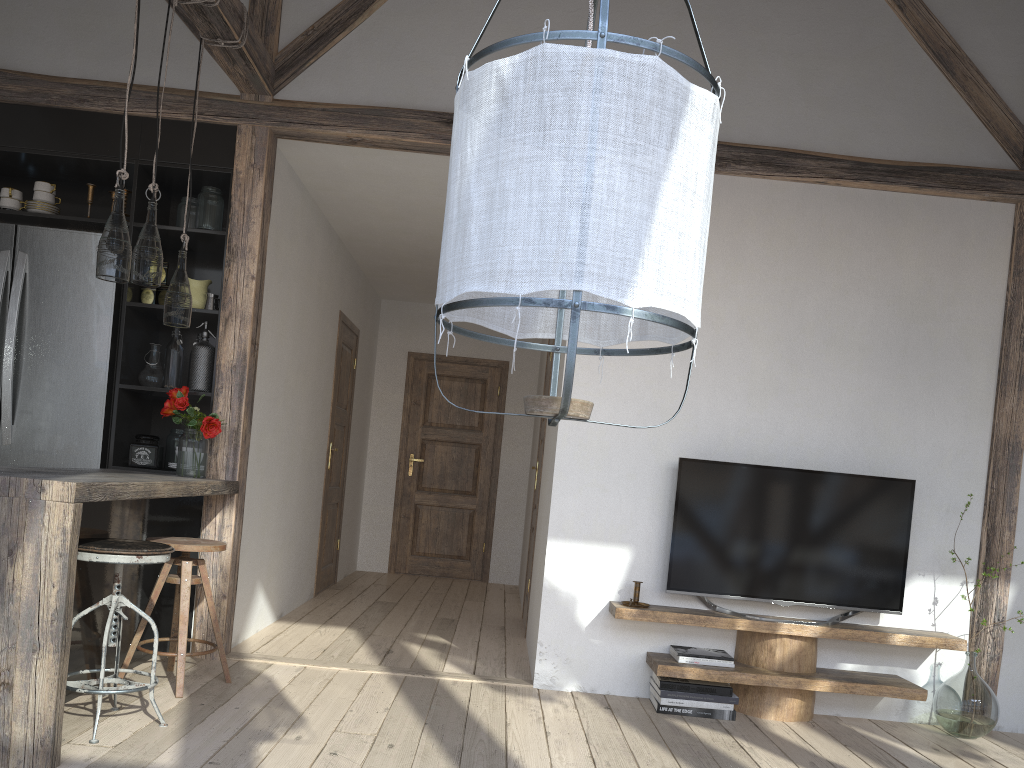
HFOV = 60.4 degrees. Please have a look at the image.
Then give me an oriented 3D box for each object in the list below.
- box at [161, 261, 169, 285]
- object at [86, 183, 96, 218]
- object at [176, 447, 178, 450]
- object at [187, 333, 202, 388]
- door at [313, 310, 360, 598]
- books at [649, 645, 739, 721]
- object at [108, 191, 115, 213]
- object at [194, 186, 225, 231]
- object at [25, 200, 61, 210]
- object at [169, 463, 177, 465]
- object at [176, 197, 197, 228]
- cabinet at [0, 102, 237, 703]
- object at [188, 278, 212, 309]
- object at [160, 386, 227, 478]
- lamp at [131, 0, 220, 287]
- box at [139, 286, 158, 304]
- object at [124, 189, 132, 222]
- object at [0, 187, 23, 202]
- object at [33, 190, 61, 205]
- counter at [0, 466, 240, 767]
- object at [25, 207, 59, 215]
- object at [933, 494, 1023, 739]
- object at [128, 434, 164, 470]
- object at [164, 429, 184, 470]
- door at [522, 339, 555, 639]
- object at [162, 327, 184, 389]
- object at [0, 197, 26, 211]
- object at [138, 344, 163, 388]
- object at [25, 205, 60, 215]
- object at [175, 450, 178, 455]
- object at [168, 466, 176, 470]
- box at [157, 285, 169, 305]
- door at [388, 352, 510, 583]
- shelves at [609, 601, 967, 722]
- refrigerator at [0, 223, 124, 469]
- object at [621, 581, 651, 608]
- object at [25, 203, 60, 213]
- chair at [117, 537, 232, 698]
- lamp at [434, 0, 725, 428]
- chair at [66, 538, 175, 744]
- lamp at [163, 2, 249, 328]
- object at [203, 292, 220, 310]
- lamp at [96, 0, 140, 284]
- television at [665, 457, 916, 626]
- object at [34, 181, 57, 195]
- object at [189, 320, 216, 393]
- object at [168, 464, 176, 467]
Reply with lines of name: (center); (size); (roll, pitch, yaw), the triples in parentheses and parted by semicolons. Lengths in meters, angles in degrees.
box: (-1.705, -0.532, 4.250); (0.083, 0.113, 0.082); (6, -2, -20)
object: (-1.996, -0.857, 4.161); (0.059, 0.167, 0.059); (5, 0, -15)
object: (-1.562, 0.356, 4.302); (0.162, 0.084, 0.163); (4, -5, 13)
object: (-1.550, -0.100, 4.348); (0.086, 0.302, 0.085); (5, 1, -44)
door: (-1.329, 0.547, 6.708); (0.082, 2.068, 0.841); (5, 0, 0)
books: (0.836, 1.367, 4.048); (0.360, 0.264, 0.292); (5, -3, 0)
object: (-1.918, -0.845, 4.233); (0.061, 0.172, 0.062); (6, 0, 29)
object: (-1.434, -0.821, 4.179); (0.125, 0.206, 0.125); (5, -1, 4)
object: (-2.231, -0.840, 4.184); (0.148, 0.026, 0.150); (0, -8, 41)
object: (-1.567, 0.407, 4.304); (0.216, 0.024, 0.214); (10, -8, -37)
object: (-1.560, -0.807, 4.267); (0.125, 0.172, 0.127); (4, -2, 39)
cabinet: (-2.411, -0.237, 2.433); (2.093, 2.499, 4.235); (5, -4, 0)
object: (-1.542, -0.430, 4.273); (0.150, 0.170, 0.136); (6, -2, -14)
object: (-1.456, 0.220, 4.024); (0.310, 0.414, 0.253); (4, -1, 33)
lamp: (-1.253, -0.985, 3.281); (0.239, 1.237, 0.108); (6, 1, 11)
box: (-1.750, -0.423, 4.264); (0.083, 0.113, 0.083); (5, -1, 0)
object: (-1.838, -0.844, 4.164); (0.096, 0.172, 0.095); (6, -1, -27)
object: (-2.375, -0.887, 4.183); (0.105, 0.067, 0.095); (3, -4, 28)
object: (-2.223, -0.871, 4.188); (0.094, 0.067, 0.106); (5, -4, 10)
counter: (-2.418, 0.572, 2.245); (2.241, 0.849, 3.832); (5, -6, 0)
object: (-2.234, -0.805, 4.185); (0.148, 0.022, 0.150); (2, -7, 26)
object: (2.244, 1.077, 4.070); (0.517, 1.119, 0.274); (6, 1, -14)
object: (-1.769, 0.327, 4.259); (0.134, 0.164, 0.134); (6, -2, -10)
object: (-1.682, 0.334, 4.440); (0.125, 0.206, 0.124); (6, -1, -14)
door: (0.179, 0.601, 5.870); (0.082, 2.068, 0.841); (5, 0, 0)
object: (-1.625, -0.120, 4.232); (0.086, 0.302, 0.085); (5, 0, -9)
object: (-2.380, -0.841, 4.191); (0.107, 0.067, 0.094); (9, -5, -38)
object: (-1.756, -0.083, 4.312); (0.132, 0.220, 0.133); (5, -1, 11)
object: (-2.233, -0.817, 4.185); (0.148, 0.026, 0.150); (0, -8, 41)
object: (-1.564, 0.374, 4.303); (0.162, 0.084, 0.163); (4, -5, 13)
object: (-1.568, 0.422, 4.304); (0.216, 0.024, 0.214); (11, -8, -42)
box: (-1.663, -0.415, 4.261); (0.082, 0.113, 0.083); (5, -2, 10)
door: (-0.589, 0.775, 8.156); (0.941, 2.069, 0.082); (5, 1, -1)
shelves: (1.242, 1.316, 4.050); (1.602, 0.451, 0.331); (6, -2, -1)
refrigerator: (-2.391, 0.255, 4.463); (0.943, 1.920, 0.852); (5, 0, 0)
object: (0.578, 0.974, 4.082); (0.140, 0.112, 0.139); (7, -4, -18)
object: (-2.232, -0.829, 4.185); (0.148, 0.026, 0.150); (0, -8, 41)
chair: (-1.374, 0.947, 3.649); (0.340, 0.595, 0.342); (5, -1, 20)
lamp: (0.157, -0.883, 1.351); (0.405, 1.894, 0.402); (6, 1, 41)
chair: (-1.376, 0.861, 3.033); (0.352, 0.636, 0.356); (5, -1, 33)
lamp: (-1.255, -0.900, 3.595); (0.226, 1.340, 0.109); (5, 1, 2)
object: (-1.430, -0.389, 4.216); (0.093, 0.096, 0.075); (5, -2, 0)
lamp: (-1.245, -0.991, 2.991); (0.225, 1.287, 0.108); (5, 1, 1)
television: (1.286, 0.744, 4.085); (1.103, 0.706, 0.206); (5, 0, -1)
object: (-2.214, -0.916, 4.183); (0.106, 0.067, 0.094); (7, -4, -15)
object: (-1.479, -0.132, 4.216); (0.108, 0.350, 0.109); (6, 0, 30)
object: (-1.567, 0.414, 4.304); (0.216, 0.024, 0.214); (9, -7, -32)
